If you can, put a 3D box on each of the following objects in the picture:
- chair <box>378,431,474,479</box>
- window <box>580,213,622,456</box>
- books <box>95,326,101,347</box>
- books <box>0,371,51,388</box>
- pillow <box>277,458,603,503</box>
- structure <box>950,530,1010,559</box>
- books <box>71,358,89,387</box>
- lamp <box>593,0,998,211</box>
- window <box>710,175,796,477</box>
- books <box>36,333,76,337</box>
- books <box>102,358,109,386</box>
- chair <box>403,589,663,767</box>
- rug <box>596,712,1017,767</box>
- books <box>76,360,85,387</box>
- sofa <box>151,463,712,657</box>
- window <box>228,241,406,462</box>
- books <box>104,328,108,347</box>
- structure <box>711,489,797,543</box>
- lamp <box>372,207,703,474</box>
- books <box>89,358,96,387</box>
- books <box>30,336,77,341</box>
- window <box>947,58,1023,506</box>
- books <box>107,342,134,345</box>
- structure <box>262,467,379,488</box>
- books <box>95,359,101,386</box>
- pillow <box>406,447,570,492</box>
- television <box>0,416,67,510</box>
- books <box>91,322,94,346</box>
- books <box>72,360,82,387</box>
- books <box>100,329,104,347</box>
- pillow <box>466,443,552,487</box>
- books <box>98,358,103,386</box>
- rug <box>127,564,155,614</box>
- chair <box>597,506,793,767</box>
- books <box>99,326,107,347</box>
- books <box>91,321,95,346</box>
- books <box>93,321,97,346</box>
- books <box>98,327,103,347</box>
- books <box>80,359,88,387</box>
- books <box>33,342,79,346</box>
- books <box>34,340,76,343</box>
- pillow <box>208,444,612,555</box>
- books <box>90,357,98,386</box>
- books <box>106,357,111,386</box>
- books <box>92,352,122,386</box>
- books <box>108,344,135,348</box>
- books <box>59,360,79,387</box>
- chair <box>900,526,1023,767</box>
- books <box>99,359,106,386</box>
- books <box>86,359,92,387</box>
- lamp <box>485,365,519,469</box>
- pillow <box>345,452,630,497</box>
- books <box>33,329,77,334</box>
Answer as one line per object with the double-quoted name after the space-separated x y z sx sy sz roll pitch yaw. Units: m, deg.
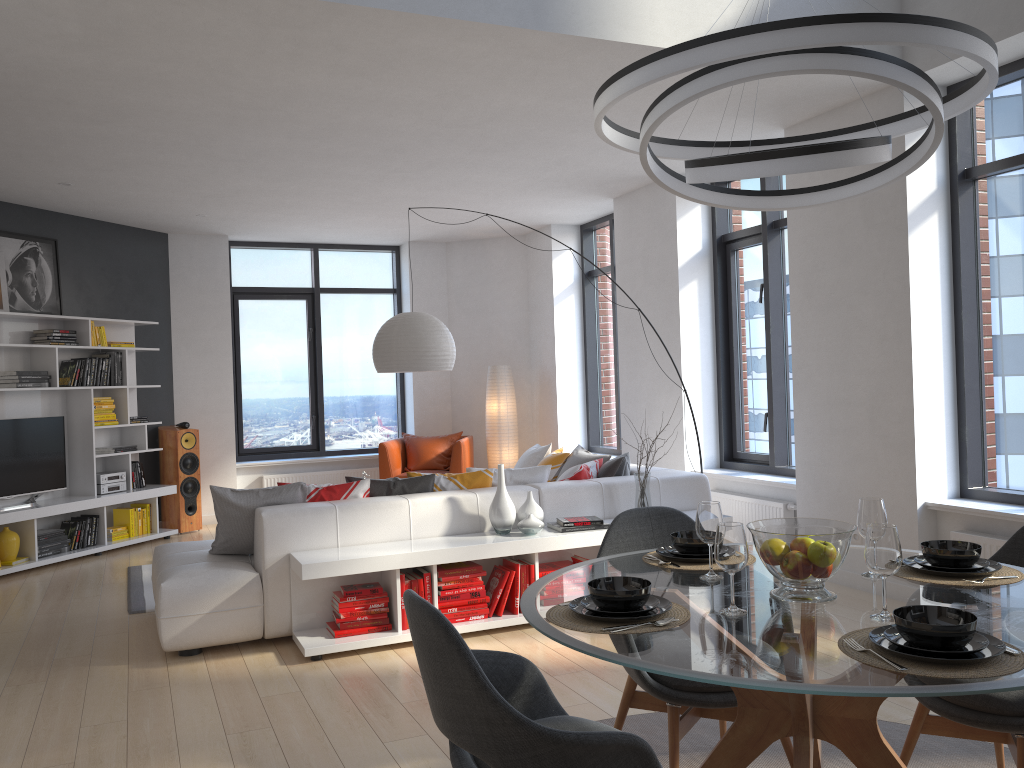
-0.859 0.944 9.356 0.896 0.858 0.843 -2 0 9 "chair"
1.096 -0.492 8.836 0.170 2.402 1.310 -2 0 -23 "window"
-3.713 -0.416 7.849 0.132 0.180 0.054 -2 0 22 "books"
-4.011 -0.033 7.262 0.277 0.137 0.343 -2 0 17 "books"
-0.337 0.756 5.606 2.250 0.449 0.575 -2 0 -26 "pillow"
2.672 1.035 4.451 0.110 0.460 1.015 -2 0 -23 "structure"
-3.788 -0.100 7.748 0.192 0.254 0.075 -2 0 21 "books"
0.650 -2.757 2.345 1.000 4.513 1.000 -2 0 -21 "lamp"
2.002 -0.519 6.721 0.170 2.402 1.310 -2 0 -23 "window"
-3.885 -0.414 7.559 0.180 0.026 0.246 -2 0 24 "books"
-3.707 -0.101 7.939 0.191 0.249 0.084 -2 0 22 "books"
0.069 0.910 2.110 0.619 0.891 0.655 -2 0 -22 "chair"
0.788 1.328 2.357 2.499 0.010 2.499 -2 0 40 "rug"
-3.796 -0.089 7.690 0.169 0.233 0.081 -2 0 21 "books"
-0.735 1.011 6.324 3.424 0.732 2.614 -2 0 -23 "sofa"
-2.201 -0.382 10.060 1.960 2.402 0.170 -2 0 -23 "window"
-3.686 -0.420 7.930 0.142 0.184 0.044 -2 0 23 "books"
1.766 1.061 6.564 0.110 0.460 1.015 -2 0 -23 "structure"
0.583 0.009 6.162 3.199 2.647 0.710 -2 0 13 "lamp"
-3.762 -0.099 7.808 0.191 0.249 0.084 -2 0 22 "books"
-3.910 -0.386 7.566 0.214 0.030 0.284 -2 0 25 "books"
2.908 -0.545 4.608 0.170 2.402 1.310 -2 0 -23 "window"
-3.645 -0.369 8.137 0.203 0.024 0.257 -2 0 25 "books"
-1.989 1.182 9.773 1.474 0.460 0.110 -2 0 -23 "structure"
-3.716 -0.095 7.849 0.172 0.242 0.069 -2 0 23 "books"
-0.067 0.735 6.314 0.630 0.440 2.095 -2 0 24 "pillow"
-4.062 0.637 7.128 0.207 0.704 1.102 -2 0 22 "television"
-3.740 -0.440 7.769 0.161 0.229 0.041 -2 0 21 "books"
-3.820 -0.088 7.666 0.187 0.234 0.096 -2 0 22 "books"
-3.681 -0.408 7.878 0.108 0.161 0.046 -2 0 21 "books"
0.015 0.713 6.622 0.580 0.456 2.156 -2 0 3 "pillow"
-3.732 -0.102 7.880 0.192 0.254 0.075 -2 0 21 "books"
-1.654 1.401 6.732 2.326 0.016 1.662 -2 0 -23 "rug"
0.594 0.890 2.950 0.655 0.891 0.619 -2 0 -17 "chair"
-3.686 -0.420 7.905 0.141 0.184 0.064 -2 0 23 "books"
-3.749 -0.438 7.797 0.163 0.224 0.041 -2 0 20 "books"
-3.746 -0.438 7.828 0.164 0.224 0.054 -2 0 21 "books"
-3.699 -0.416 7.865 0.128 0.178 0.044 -2 0 22 "books"
-3.772 -0.093 7.718 0.172 0.242 0.069 -2 0 23 "books"
-3.887 -0.335 7.556 0.214 0.030 0.284 -2 0 25 "books"
-3.892 -0.361 7.556 0.189 0.020 0.264 -2 0 20 "books"
-0.558 0.732 5.873 2.953 0.453 0.647 -2 0 -35 "pillow"
-3.751 -0.104 7.839 0.197 0.260 0.066 -2 0 22 "books"
-3.695 -0.106 7.971 0.197 0.260 0.066 -2 0 22 "books"
-3.686 -0.132 8.071 0.259 0.321 0.128 -2 0 22 "books"
-3.635 -0.344 8.137 0.194 0.028 0.257 -2 0 27 "books"
-3.829 -0.088 7.633 0.182 0.234 0.104 -2 0 22 "books"
1.505 0.860 2.635 0.619 0.891 0.655 -2 0 -22 "chair"
-3.710 -0.098 7.900 0.179 0.243 0.071 -2 0 21 "books"
-3.772 -0.094 7.771 0.179 0.243 0.068 -2 0 20 "books"
0.059 0.569 9.450 0.804 1.550 0.502 -2 0 27 "lamp"
-0.041 0.719 5.742 2.120 0.436 0.608 -2 0 -27 "pillow"
-3.898 -0.441 7.561 0.209 0.030 0.266 -2 0 15 "books"
